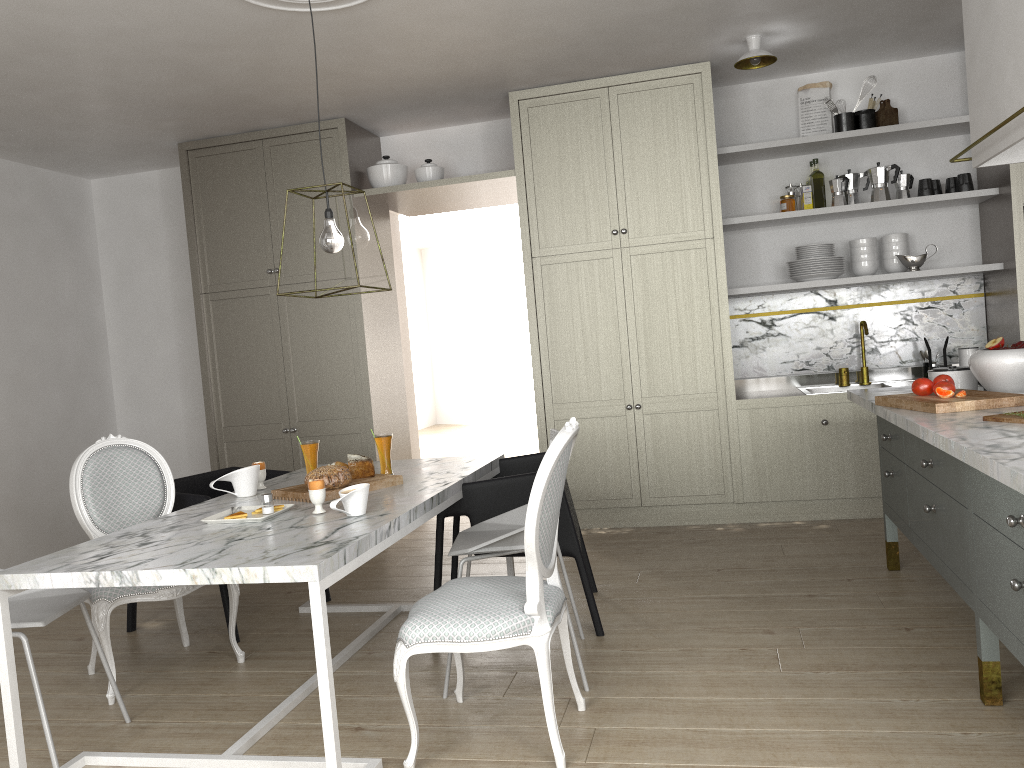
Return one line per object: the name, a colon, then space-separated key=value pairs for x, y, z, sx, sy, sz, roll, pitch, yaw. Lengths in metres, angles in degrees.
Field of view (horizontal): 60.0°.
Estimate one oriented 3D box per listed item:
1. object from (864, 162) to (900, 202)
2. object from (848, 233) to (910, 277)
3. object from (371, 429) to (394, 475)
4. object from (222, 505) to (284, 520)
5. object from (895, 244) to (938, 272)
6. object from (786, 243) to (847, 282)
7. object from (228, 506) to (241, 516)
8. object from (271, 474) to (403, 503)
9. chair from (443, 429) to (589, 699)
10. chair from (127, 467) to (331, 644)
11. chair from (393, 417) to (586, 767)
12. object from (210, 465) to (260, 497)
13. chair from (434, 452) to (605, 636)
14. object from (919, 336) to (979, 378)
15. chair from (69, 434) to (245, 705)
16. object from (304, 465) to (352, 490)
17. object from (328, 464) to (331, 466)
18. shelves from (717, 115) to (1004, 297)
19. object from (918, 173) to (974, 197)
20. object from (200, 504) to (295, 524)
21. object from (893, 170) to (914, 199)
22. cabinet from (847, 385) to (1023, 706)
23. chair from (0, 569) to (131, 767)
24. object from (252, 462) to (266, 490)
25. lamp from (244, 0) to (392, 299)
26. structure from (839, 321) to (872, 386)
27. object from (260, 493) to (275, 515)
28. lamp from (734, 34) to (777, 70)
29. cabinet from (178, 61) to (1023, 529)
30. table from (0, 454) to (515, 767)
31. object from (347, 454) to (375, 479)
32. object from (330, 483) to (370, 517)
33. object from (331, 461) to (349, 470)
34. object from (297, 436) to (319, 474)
object: x=1.912 y=-1.045 z=4.589 sx=0.111 sy=0.212 sz=0.175 roll=-6 pitch=3 yaw=-16
object: x=1.975 y=-0.686 z=4.765 sx=0.309 sy=0.216 sz=0.149 roll=-5 pitch=2 yaw=6
object: x=-0.462 y=0.252 z=3.215 sx=0.071 sy=0.188 sz=0.071 roll=-3 pitch=3 yaw=34
object: x=-0.783 y=0.388 z=2.673 sx=0.068 sy=0.014 sz=0.197 roll=-3 pitch=3 yaw=41
object: x=2.092 y=-0.648 z=4.590 sx=0.210 sy=0.135 sz=0.102 roll=-5 pitch=2 yaw=5
object: x=1.625 y=-0.644 z=4.745 sx=0.306 sy=0.195 sz=0.300 roll=-5 pitch=3 yaw=9
object: x=-0.854 y=0.393 z=2.726 sx=0.032 sy=0.013 sz=0.132 roll=-5 pitch=3 yaw=-12
object: x=-0.595 y=0.353 z=3.035 sx=0.260 sy=0.031 sz=0.360 roll=-3 pitch=3 yaw=43
chair: x=-0.010 y=0.541 z=2.824 sx=0.439 sy=0.745 sz=0.470 roll=-5 pitch=2 yaw=3
chair: x=-1.201 y=0.682 z=3.710 sx=0.609 sy=0.597 sz=0.569 roll=-4 pitch=3 yaw=28
chair: x=-0.038 y=0.516 z=2.334 sx=0.505 sy=0.833 sz=0.480 roll=-5 pitch=3 yaw=11
object: x=-0.952 y=0.344 z=3.086 sx=0.110 sy=0.105 sz=0.170 roll=-3 pitch=3 yaw=33
chair: x=0.008 y=0.592 z=3.350 sx=0.609 sy=0.597 sz=0.569 roll=-5 pitch=2 yaw=3
object: x=2.255 y=-0.136 z=4.608 sx=0.144 sy=0.229 sz=0.307 roll=-7 pitch=3 yaw=-34
chair: x=-1.292 y=0.591 z=3.101 sx=0.480 sy=0.833 sz=0.505 roll=-7 pitch=3 yaw=-44
object: x=-0.607 y=0.307 z=2.930 sx=0.151 sy=0.075 sz=0.157 roll=-7 pitch=3 yaw=-41
object: x=-0.613 y=0.307 z=3.123 sx=0.072 sy=0.057 sz=0.083 roll=-5 pitch=3 yaw=-11
shelves: x=1.800 y=-0.918 z=4.715 sx=1.339 sy=0.775 sz=0.352 roll=-4 pitch=3 yaw=13
object: x=2.233 y=-1.015 z=4.581 sx=0.264 sy=0.098 sz=0.173 roll=-4 pitch=3 yaw=22
object: x=-0.793 y=0.392 z=2.674 sx=0.212 sy=0.014 sz=0.212 roll=-4 pitch=3 yaw=13
object: x=2.054 y=-1.038 z=4.660 sx=0.087 sy=0.167 sz=0.138 roll=-3 pitch=3 yaw=37
cabinet: x=1.577 y=0.424 z=2.445 sx=0.870 sy=0.721 sz=2.360 roll=-4 pitch=3 yaw=13
chair: x=-1.387 y=0.678 z=2.431 sx=0.439 sy=0.745 sz=0.470 roll=-5 pitch=2 yaw=-2
object: x=-0.924 y=0.333 z=3.244 sx=0.050 sy=0.101 sz=0.050 roll=-5 pitch=3 yaw=9
lamp: x=-0.671 y=-0.874 z=3.123 sx=0.584 sy=1.108 sz=0.584 roll=-4 pitch=3 yaw=28
structure: x=1.840 y=-0.162 z=4.782 sx=0.167 sy=0.347 sz=0.195 roll=-4 pitch=3 yaw=21
object: x=-0.737 y=0.362 z=2.674 sx=0.036 sy=0.060 sz=0.036 roll=-7 pitch=3 yaw=-36
lamp: x=1.144 y=-1.569 z=4.179 sx=0.197 sy=0.130 sz=0.197 roll=-7 pitch=3 yaw=-42
cabinet: x=0.893 y=-0.454 z=5.070 sx=5.433 sy=2.377 sz=0.947 roll=-4 pitch=3 yaw=13
table: x=-0.628 y=0.667 z=2.936 sx=0.870 sy=0.583 sz=1.781 roll=-4 pitch=3 yaw=13
object: x=-0.531 y=0.286 z=3.125 sx=0.090 sy=0.087 sz=0.086 roll=-5 pitch=3 yaw=-10
object: x=-0.453 y=0.335 z=2.520 sx=0.089 sy=0.085 sz=0.138 roll=-5 pitch=3 yaw=8
object: x=-0.598 y=0.304 z=3.066 sx=0.074 sy=0.067 sz=0.079 roll=-6 pitch=3 yaw=-15
object: x=-0.723 y=0.276 z=3.193 sx=0.071 sy=0.188 sz=0.071 roll=-3 pitch=3 yaw=34
